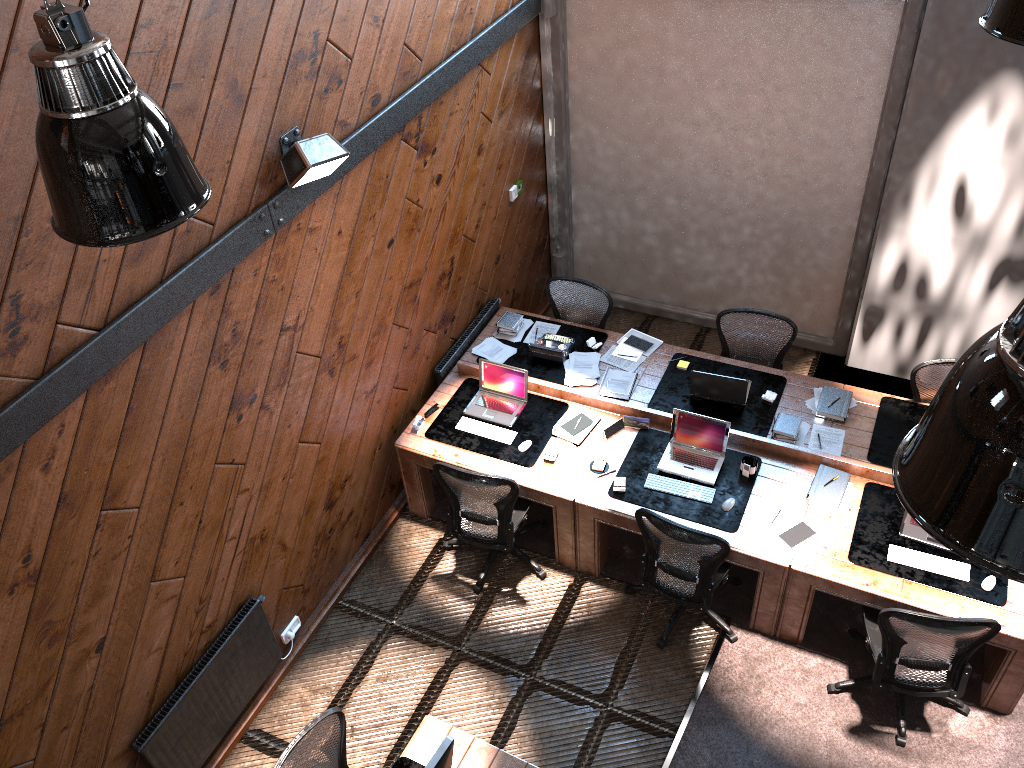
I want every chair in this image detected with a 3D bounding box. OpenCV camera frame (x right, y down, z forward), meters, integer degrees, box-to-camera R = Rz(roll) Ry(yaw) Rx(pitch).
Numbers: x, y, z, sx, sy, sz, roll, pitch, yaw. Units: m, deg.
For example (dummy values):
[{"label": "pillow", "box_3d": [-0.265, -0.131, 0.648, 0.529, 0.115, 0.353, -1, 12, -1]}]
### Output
[{"label": "chair", "box_3d": [-0.794, 2.191, 4.514, 0.792, 1.085, 0.770, 7, 43, 14]}, {"label": "chair", "box_3d": [3.038, 0.408, 6.134, 0.770, 1.085, 0.792, -7, 41, -1]}, {"label": "chair", "box_3d": [-0.158, 0.790, 6.043, 0.770, 1.085, 0.792, 0, 41, 6]}, {"label": "chair", "box_3d": [1.099, 1.059, 5.601, 0.770, 1.085, 0.792, 7, 43, 14]}, {"label": "chair", "box_3d": [0.484, -0.256, 7.168, 0.770, 1.085, 0.792, 7, 43, 14]}, {"label": "chair", "box_3d": [2.259, 1.431, 5.051, 0.770, 1.085, 0.792, -7, 41, -1]}, {"label": "chair", "box_3d": [1.797, 0.026, 6.704, 0.770, 1.085, 0.792, 0, 41, 6]}]

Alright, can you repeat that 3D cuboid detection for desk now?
[{"label": "desk", "box_3d": [-0.617, 3.462, 3.231, 1.748, 0.840, 4.117, 16, 46, 23]}, {"label": "desk", "box_3d": [1.417, 0.619, 6.255, 4.117, 0.840, 1.748, 15, 45, 22]}]

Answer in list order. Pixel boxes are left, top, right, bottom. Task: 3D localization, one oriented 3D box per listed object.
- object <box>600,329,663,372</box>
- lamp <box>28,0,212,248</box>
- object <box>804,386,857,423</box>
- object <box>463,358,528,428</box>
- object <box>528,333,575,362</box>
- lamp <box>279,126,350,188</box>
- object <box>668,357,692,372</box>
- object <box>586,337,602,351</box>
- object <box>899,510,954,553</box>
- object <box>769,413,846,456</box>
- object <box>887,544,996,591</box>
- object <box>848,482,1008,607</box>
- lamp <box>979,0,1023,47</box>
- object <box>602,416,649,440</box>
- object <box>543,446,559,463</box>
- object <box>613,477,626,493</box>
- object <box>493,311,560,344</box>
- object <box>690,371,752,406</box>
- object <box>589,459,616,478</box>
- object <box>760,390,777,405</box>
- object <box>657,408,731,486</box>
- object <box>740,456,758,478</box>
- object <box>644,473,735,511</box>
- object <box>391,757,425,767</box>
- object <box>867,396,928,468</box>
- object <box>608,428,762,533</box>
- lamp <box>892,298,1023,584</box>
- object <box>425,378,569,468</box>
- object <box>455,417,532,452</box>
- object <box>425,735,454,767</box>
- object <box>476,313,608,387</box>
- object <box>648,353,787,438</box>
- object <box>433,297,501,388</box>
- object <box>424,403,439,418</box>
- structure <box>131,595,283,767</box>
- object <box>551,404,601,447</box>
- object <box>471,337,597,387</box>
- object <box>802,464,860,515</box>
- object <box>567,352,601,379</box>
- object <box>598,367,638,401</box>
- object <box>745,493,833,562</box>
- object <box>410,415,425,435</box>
[{"label": "object", "box_3d": [0.914, -0.264, 6.792, 0.304, 0.017, 0.467, 25, 50, 30]}, {"label": "lamp", "box_3d": [-1.198, -1.413, 1.829, 0.445, 2.372, 0.445, 25, 49, 30]}, {"label": "object", "box_3d": [2.234, 0.110, 6.195, 0.325, 0.065, 0.363, 23, 48, 28]}, {"label": "object", "box_3d": [-0.121, 0.062, 6.332, 0.390, 0.283, 0.323, 15, 45, 22]}, {"label": "object", "box_3d": [0.317, -0.313, 6.822, 0.322, 0.116, 0.290, 13, 44, 20]}, {"label": "lamp", "box_3d": [-1.042, -1.155, 4.606, 0.283, 0.287, 0.328, 15, 45, 21]}, {"label": "object", "box_3d": [1.270, -0.149, 6.617, 0.158, 0.026, 0.154, -15, 42, -10]}, {"label": "object", "box_3d": [0.636, -0.310, 6.837, 0.106, 0.063, 0.082, 29, 52, 33]}, {"label": "object", "box_3d": [2.551, 0.760, 5.247, 0.390, 0.283, 0.323, 17, 46, 23]}, {"label": "object", "box_3d": [1.980, 0.327, 5.951, 0.478, 0.098, 0.319, 13, 45, 20]}, {"label": "object", "box_3d": [2.474, 1.051, 5.116, 0.577, 0.040, 0.139, 15, 45, 22]}, {"label": "object", "box_3d": [2.493, 0.929, 5.279, 0.848, 0.008, 0.687, 15, 45, 21]}, {"label": "lamp", "box_3d": [1.825, -2.158, 2.371, 0.445, 2.372, 0.445, -14, 42, -10]}, {"label": "object", "box_3d": [0.779, 0.282, 6.143, 0.347, 0.083, 0.129, -13, 42, -9]}, {"label": "object", "box_3d": [0.260, 0.477, 5.992, 0.082, 0.063, 0.106, 13, 44, 20]}, {"label": "object", "box_3d": [0.695, 0.655, 5.731, 0.082, 0.063, 0.106, 2, 42, 9]}, {"label": "object", "box_3d": [0.110, -0.454, 7.025, 0.478, 0.098, 0.319, 13, 45, 20]}, {"label": "object", "box_3d": [1.489, -0.053, 6.289, 0.390, 0.283, 0.323, 11, 44, 18]}, {"label": "object", "box_3d": [0.588, 0.548, 5.903, 0.158, 0.026, 0.154, -18, 43, -14]}, {"label": "object", "box_3d": [1.817, 0.088, 6.259, 0.082, 0.063, 0.106, 25, 49, 30]}, {"label": "object", "box_3d": [1.178, 0.406, 5.757, 0.380, 0.288, 0.320, 15, 45, 22]}, {"label": "object", "box_3d": [1.533, 0.535, 5.742, 0.099, 0.138, 0.078, 25, 49, 30]}, {"label": "object", "box_3d": [1.138, 0.684, 5.678, 0.577, 0.040, 0.139, 14, 45, 21]}, {"label": "object", "box_3d": [-0.459, 2.231, 4.112, 0.687, 0.008, 0.848, 16, 45, 23]}, {"label": "object", "box_3d": [2.837, 0.391, 5.855, 0.848, 0.008, 0.687, 15, 45, 21]}, {"label": "object", "box_3d": [1.135, 0.605, 5.794, 0.848, 0.008, 0.687, 15, 45, 21]}, {"label": "lamp", "box_3d": [0.868, -0.691, 0.879, 0.445, 2.372, 0.445, -33, 48, -28]}, {"label": "object", "box_3d": [-0.104, 0.258, 6.324, 0.848, 0.008, 0.687, 15, 45, 21]}, {"label": "object", "box_3d": [-0.124, 0.343, 6.203, 0.577, 0.040, 0.139, 17, 46, 24]}, {"label": "object", "box_3d": [-0.480, 1.975, 3.995, 0.811, 0.578, 0.663, -9, 41, -4]}, {"label": "object", "box_3d": [0.239, -0.280, 6.900, 0.848, 0.008, 0.687, 15, 45, 21]}, {"label": "object", "box_3d": [1.478, 0.068, 6.370, 0.848, 0.008, 0.687, 15, 45, 21]}, {"label": "object", "box_3d": [-0.316, -0.186, 7.226, 0.073, 0.628, 1.064, 15, 45, 22]}, {"label": "object", "box_3d": [-0.582, 0.193, 6.423, 0.022, 0.042, 0.134, 27, 51, 32]}, {"label": "structure", "box_3d": [-1.696, 1.788, 5.122, 0.073, 0.628, 1.064, 15, 45, 22]}, {"label": "object", "box_3d": [0.449, 0.283, 6.198, 0.229, 0.060, 0.316, 21, 48, 27]}, {"label": "object", "box_3d": [0.176, -0.168, 6.764, 1.058, 0.002, 0.356, 13, 45, 20]}, {"label": "object", "box_3d": [2.010, 0.668, 5.583, 0.325, 0.065, 0.363, 27, 51, 32]}, {"label": "object", "box_3d": [0.544, -0.144, 6.689, 0.246, 0.002, 0.315, 1, 42, 7]}, {"label": "object", "box_3d": [0.779, -0.016, 6.503, 0.229, 0.060, 0.316, 10, 43, 17]}, {"label": "object", "box_3d": [1.689, 0.864, 5.427, 0.304, 0.017, 0.467, -24, 45, -21]}, {"label": "object", "box_3d": [-0.677, 0.280, 6.318, 0.054, 0.064, 0.159, 10, 43, 16]}]
